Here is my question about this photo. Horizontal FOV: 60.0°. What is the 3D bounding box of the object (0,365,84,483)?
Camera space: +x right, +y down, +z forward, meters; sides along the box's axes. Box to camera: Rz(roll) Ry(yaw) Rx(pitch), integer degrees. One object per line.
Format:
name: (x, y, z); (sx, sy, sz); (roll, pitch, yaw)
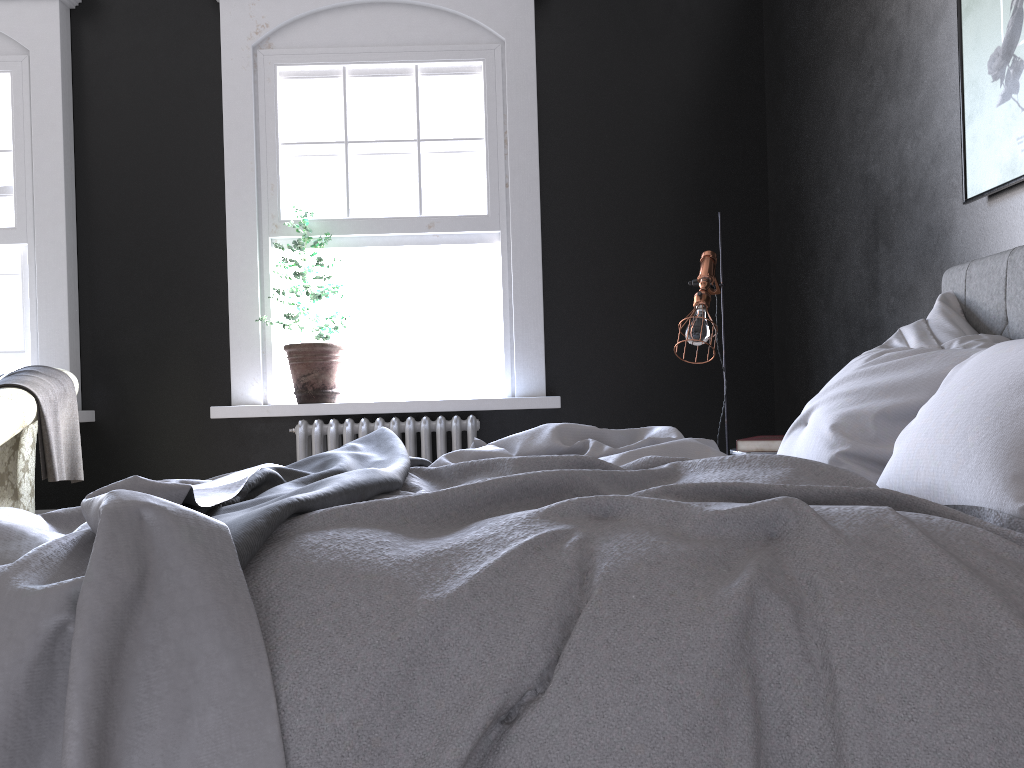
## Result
object: (-2.567, 0.211, 4.485); (0.517, 0.585, 1.367); (-1, -1, -42)

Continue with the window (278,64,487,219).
window: (-0.767, -1.403, 5.283); (1.263, 1.017, 0.056); (-2, 0, -1)

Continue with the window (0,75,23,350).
window: (-3.529, -0.994, 5.241); (1.263, 1.671, 0.056); (-2, 0, -1)

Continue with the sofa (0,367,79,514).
sofa: (-3.519, 0.525, 4.368); (2.813, 1.160, 1.606); (-2, -1, 0)

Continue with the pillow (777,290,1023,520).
pillow: (1.148, 0.058, 2.187); (0.680, 0.759, 1.830); (-2, -1, -1)

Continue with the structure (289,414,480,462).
structure: (-0.695, 0.611, 5.068); (1.141, 0.848, 0.276); (-2, 0, -1)

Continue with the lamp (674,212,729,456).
lamp: (1.189, 0.049, 4.527); (0.437, 1.779, 1.717); (-2, -1, 37)

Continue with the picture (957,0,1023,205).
picture: (1.548, -1.164, 2.655); (0.014, 1.078, 0.792); (-2, 0, -1)

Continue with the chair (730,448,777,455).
chair: (1.068, 0.589, 3.465); (0.613, 0.673, 0.613); (-2, -1, 43)

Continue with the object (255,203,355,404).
object: (-1.165, -0.453, 5.128); (0.474, 1.134, 0.505); (-2, 0, 39)

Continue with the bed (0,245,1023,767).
bed: (0.042, 0.278, 2.228); (3.283, 1.298, 2.766); (-1, -1, -12)

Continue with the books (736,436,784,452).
books: (1.057, 0.231, 3.453); (0.275, 0.045, 0.346); (-2, -1, 29)
